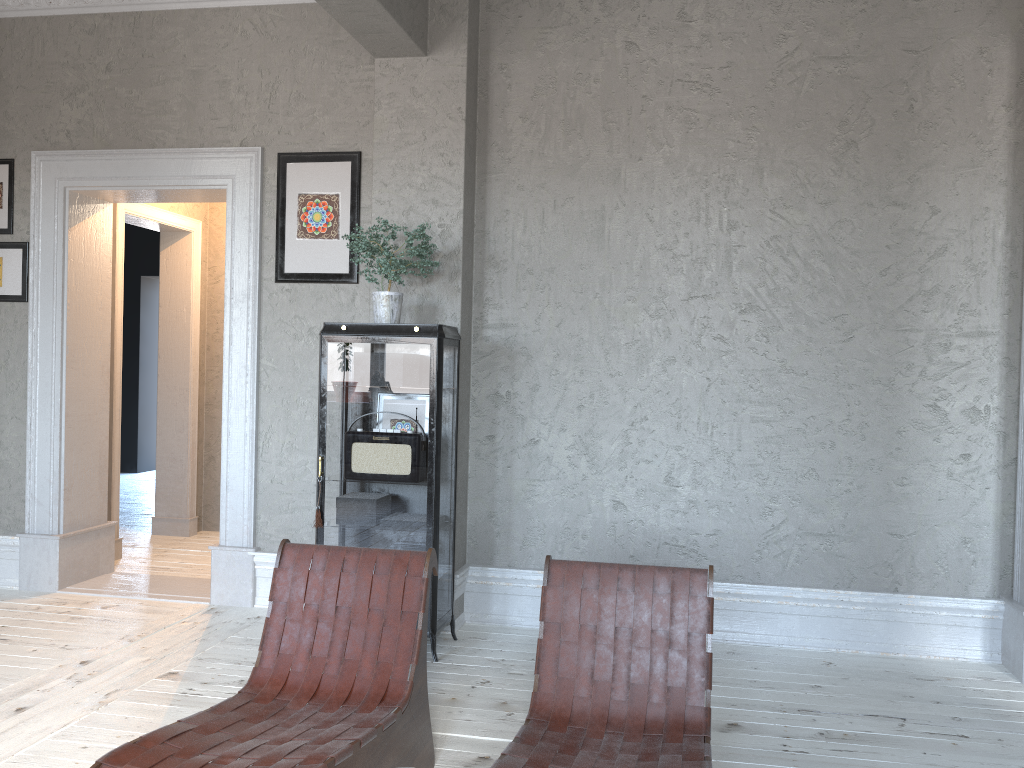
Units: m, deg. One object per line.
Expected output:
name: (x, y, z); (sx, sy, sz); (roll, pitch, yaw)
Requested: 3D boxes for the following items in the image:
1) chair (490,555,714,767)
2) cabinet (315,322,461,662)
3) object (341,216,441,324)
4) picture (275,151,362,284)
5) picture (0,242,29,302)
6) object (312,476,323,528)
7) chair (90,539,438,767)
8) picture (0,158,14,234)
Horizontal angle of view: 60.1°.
chair: (0.247, 0.892, 2.224); (0.503, 0.721, 1.025); (2, 1, 12)
cabinet: (-0.570, 0.466, 4.039); (0.613, 1.471, 0.351); (2, 1, 10)
object: (-0.537, -0.522, 4.025); (0.391, 0.506, 0.421); (2, 1, 27)
picture: (-1.004, -0.859, 4.577); (0.455, 0.677, 0.020); (2, 1, 10)
picture: (-2.897, -0.622, 4.910); (0.485, 0.331, 0.014); (2, 1, 10)
object: (-0.857, 0.523, 3.916); (0.046, 0.234, 0.039); (1, 1, -32)
chair: (-0.591, 0.868, 2.369); (0.503, 0.721, 1.025); (2, 1, 12)
picture: (-2.884, -1.037, 4.903); (0.280, 0.416, 0.012); (2, 1, 10)
